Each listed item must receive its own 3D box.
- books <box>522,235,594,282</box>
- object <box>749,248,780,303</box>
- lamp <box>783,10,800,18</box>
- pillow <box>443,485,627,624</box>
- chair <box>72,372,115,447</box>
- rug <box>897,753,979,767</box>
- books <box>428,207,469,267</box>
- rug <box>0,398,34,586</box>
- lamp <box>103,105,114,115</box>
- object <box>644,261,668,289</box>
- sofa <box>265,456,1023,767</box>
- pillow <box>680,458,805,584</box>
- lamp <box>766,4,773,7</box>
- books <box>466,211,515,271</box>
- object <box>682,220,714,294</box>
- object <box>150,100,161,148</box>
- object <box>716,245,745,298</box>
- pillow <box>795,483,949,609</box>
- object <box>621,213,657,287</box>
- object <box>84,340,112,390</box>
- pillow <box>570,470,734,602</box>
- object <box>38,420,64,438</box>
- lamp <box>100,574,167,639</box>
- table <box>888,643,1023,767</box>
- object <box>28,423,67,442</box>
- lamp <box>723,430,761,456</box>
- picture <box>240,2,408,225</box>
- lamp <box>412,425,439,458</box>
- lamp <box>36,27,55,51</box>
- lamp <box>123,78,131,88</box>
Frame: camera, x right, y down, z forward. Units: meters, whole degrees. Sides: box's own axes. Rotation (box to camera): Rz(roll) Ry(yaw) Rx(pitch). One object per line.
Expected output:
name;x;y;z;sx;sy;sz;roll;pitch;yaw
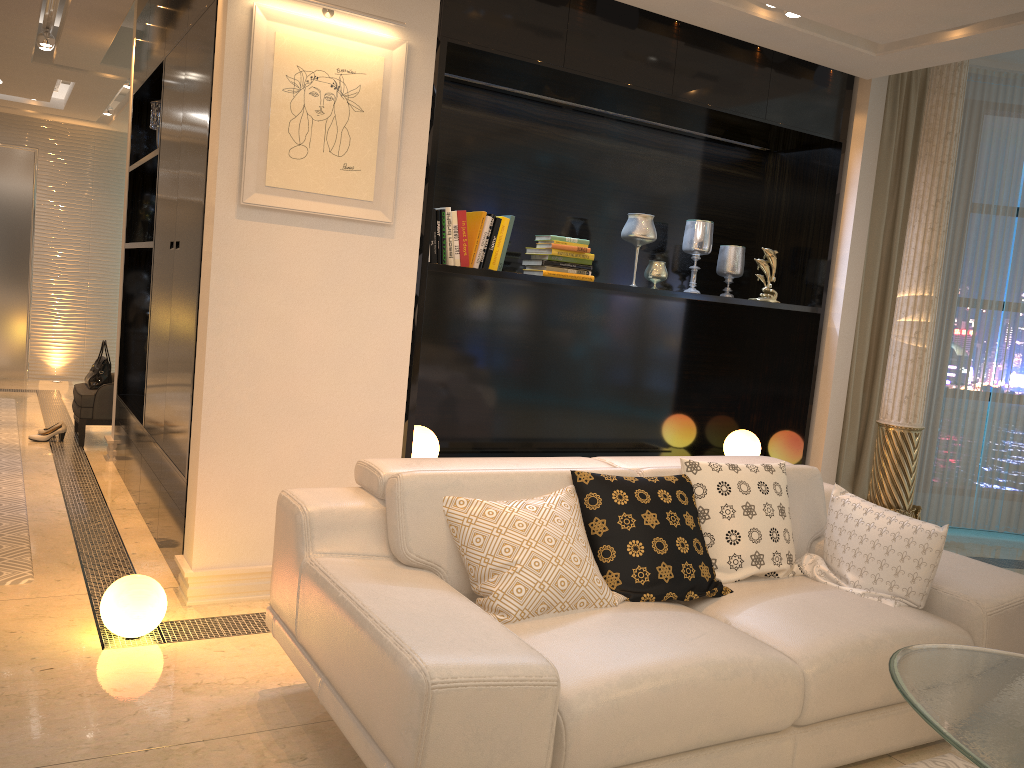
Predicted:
books;0.234;-0.611;4.328;0.296;0.197;0.260;3;6;-28
object;1.407;-0.598;4.895;0.182;0.293;0.116;2;6;-33
lamp;1.259;-1.695;3.935;0.107;0.127;0.107;10;7;41
pillow;0.068;0.498;2.615;0.521;0.329;0.351;2;6;-30
chair;-2.802;-0.041;6.461;0.702;0.898;0.625;3;6;-29
rug;1.400;1.313;1.149;1.661;0.020;2.900;2;6;-31
books;-0.332;-0.665;3.961;0.240;0.270;0.208;2;6;-30
rug;-3.776;0.427;5.255;1.526;0.015;5.025;2;6;-30
lamp;-3.847;-2.624;8.435;0.107;0.127;0.107;10;7;41
object;0.760;-0.570;4.690;0.119;0.154;0.119;3;6;-21
sofa;0.518;0.691;2.861;2.328;0.754;1.145;2;6;-30
pillow;0.837;0.476;3.117;0.526;0.399;0.255;2;6;-30
lamp;1.151;-1.711;3.864;0.107;0.127;0.107;10;7;41
books;-0.135;-0.653;4.081;0.210;0.261;0.212;2;6;-30
object;1.027;-0.694;4.956;0.156;0.426;0.156;3;6;-25
object;-1.969;-1.440;5.014;0.155;0.347;0.155;10;7;40
object;1.248;-0.630;5.086;0.147;0.317;0.147;3;6;-28
pillow;1.211;0.546;3.046;0.281;0.325;0.521;3;6;-21
object;0.653;-0.689;4.623;0.181;0.381;0.181;2;7;-36
object;-2.960;-0.146;6.369;0.168;0.345;0.366;2;6;-31
pillow;0.462;0.479;2.851;0.524;0.355;0.323;2;6;-30
object;-3.287;0.311;6.345;0.235;0.135;0.084;7;6;18
lamp;-1.308;0.768;3.070;0.213;0.214;0.212;6;5;9
table;1.424;1.018;1.148;0.999;0.565;2.140;2;6;-31
object;-3.226;0.334;6.163;0.235;0.135;0.084;3;6;-28
lamp;1.350;0.375;5.202;0.212;0.214;0.213;7;6;20
picture;-0.715;-1.020;3.421;0.610;0.729;0.027;2;6;-30
lamp;-0.448;0.301;4.154;0.213;0.214;0.212;6;5;9
lamp;-3.133;-2.321;5.962;0.107;0.127;0.235;2;6;-30
lamp;-3.043;-2.415;7.043;0.107;0.127;0.107;10;7;41
